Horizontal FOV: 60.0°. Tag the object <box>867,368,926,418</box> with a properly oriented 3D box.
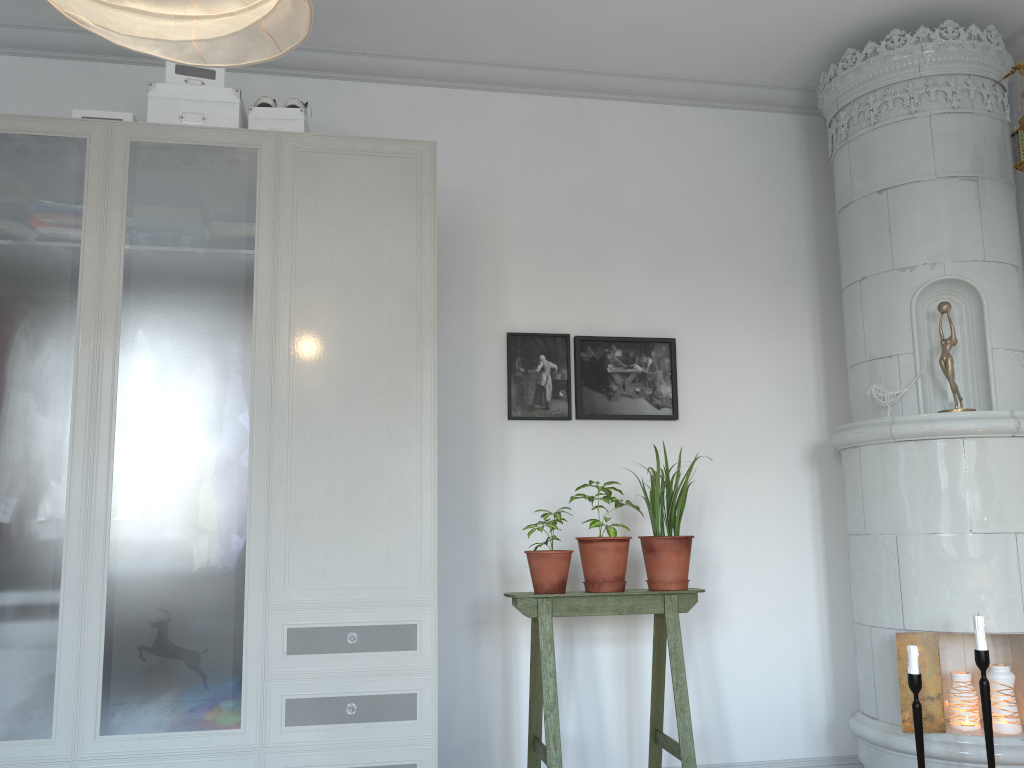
[{"bbox_3d":[1.333,0.035,3.069,0.196,0.164,0.059,-7,-10,34],"label":"object"}]

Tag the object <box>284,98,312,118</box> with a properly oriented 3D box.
[{"bbox_3d":[-0.720,-0.922,2.978,0.080,0.110,0.213,0,-9,-4],"label":"object"}]

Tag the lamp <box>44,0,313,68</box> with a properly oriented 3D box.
[{"bbox_3d":[-0.413,-1.049,1.115,0.340,1.228,0.339,-4,-9,21],"label":"lamp"}]

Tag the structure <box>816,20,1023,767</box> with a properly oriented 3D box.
[{"bbox_3d":[1.459,0.127,3.081,0.801,2.828,1.250,-7,-10,34],"label":"structure"}]

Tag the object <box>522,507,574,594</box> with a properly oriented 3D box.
[{"bbox_3d":[0.112,0.544,2.910,0.194,0.277,0.177,7,-12,-43],"label":"object"}]

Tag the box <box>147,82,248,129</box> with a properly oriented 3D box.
[{"bbox_3d":[-1.019,-0.819,2.903,0.281,0.199,0.286,1,-9,-10],"label":"box"}]

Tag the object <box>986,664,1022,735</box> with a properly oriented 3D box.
[{"bbox_3d":[1.585,1.018,2.868,0.098,0.209,0.098,1,-9,-12],"label":"object"}]

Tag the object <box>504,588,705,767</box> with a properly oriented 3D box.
[{"bbox_3d":[0.313,1.067,2.875,0.671,0.772,0.432,1,-9,-10],"label":"object"}]

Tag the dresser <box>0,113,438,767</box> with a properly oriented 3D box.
[{"bbox_3d":[-0.976,0.350,2.760,1.432,2.157,0.632,1,-9,-10],"label":"dresser"}]

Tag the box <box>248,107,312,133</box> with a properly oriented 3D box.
[{"bbox_3d":[-0.765,-0.795,2.946,0.182,0.158,0.227,0,-9,-5],"label":"box"}]

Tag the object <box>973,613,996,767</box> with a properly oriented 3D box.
[{"bbox_3d":[1.388,1.031,2.579,0.091,0.716,0.091,-1,-8,-1],"label":"object"}]

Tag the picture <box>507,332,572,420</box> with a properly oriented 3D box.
[{"bbox_3d":[0.106,-0.030,3.462,0.250,0.341,0.022,1,-9,-10],"label":"picture"}]

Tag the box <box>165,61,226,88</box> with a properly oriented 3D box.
[{"bbox_3d":[-1.048,-0.966,2.930,0.180,0.107,0.225,3,-10,-20],"label":"box"}]

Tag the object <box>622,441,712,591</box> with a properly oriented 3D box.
[{"bbox_3d":[0.519,0.437,2.974,0.300,0.497,0.334,4,-10,-27],"label":"object"}]

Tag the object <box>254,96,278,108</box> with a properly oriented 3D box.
[{"bbox_3d":[-0.822,-0.924,2.959,0.080,0.110,0.213,2,-10,-16],"label":"object"}]

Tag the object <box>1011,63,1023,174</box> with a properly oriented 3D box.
[{"bbox_3d":[1.758,-0.845,3.016,0.105,0.504,0.117,5,-10,-36],"label":"object"}]

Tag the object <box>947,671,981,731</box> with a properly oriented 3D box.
[{"bbox_3d":[1.484,1.043,2.918,0.093,0.179,0.093,0,-9,-6],"label":"object"}]

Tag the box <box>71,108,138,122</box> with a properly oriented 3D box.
[{"bbox_3d":[-1.288,-0.777,2.848,0.180,0.107,0.223,1,-9,-10],"label":"box"}]

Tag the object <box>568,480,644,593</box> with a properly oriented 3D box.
[{"bbox_3d":[0.314,0.498,2.934,0.258,0.369,0.235,-1,-9,2],"label":"object"}]

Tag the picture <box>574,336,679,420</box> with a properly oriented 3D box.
[{"bbox_3d":[0.453,-0.022,3.519,0.415,0.328,0.037,1,-9,-10],"label":"picture"}]

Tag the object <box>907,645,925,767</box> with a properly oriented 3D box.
[{"bbox_3d":[1.229,1.097,2.669,0.091,0.620,0.091,4,-10,-32],"label":"object"}]
